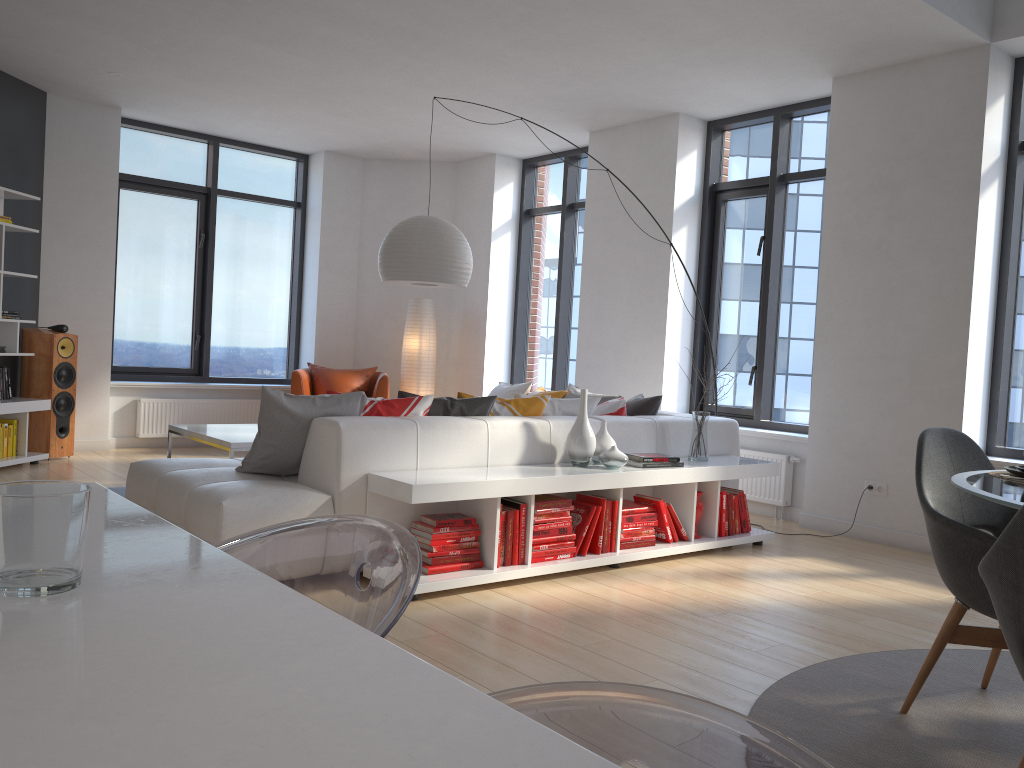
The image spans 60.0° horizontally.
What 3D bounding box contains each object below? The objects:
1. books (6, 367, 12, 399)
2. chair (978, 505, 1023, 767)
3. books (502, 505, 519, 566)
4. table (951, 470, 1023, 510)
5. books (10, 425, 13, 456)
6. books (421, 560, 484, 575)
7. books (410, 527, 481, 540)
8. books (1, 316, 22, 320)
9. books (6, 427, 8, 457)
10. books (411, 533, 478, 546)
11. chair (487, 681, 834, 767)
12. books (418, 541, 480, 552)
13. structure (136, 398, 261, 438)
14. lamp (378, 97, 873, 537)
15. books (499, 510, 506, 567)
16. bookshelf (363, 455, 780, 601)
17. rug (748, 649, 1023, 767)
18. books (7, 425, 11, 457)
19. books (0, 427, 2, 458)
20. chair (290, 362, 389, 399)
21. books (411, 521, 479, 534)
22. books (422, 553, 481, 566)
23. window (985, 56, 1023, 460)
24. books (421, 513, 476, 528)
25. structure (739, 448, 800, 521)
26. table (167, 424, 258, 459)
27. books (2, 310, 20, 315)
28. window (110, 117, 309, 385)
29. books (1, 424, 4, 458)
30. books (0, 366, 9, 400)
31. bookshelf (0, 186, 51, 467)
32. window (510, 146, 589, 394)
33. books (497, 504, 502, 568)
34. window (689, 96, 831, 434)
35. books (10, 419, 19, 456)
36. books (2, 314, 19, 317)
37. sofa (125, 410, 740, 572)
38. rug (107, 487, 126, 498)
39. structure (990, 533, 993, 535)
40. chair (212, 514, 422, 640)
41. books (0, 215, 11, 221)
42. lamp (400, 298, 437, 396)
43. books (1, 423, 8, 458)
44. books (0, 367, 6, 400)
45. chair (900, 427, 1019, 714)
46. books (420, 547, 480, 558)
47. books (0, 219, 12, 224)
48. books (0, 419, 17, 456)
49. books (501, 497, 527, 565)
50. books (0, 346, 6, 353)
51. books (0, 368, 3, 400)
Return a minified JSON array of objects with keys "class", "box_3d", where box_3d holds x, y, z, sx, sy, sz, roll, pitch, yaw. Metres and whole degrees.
[{"class":"books","box_3d":[-3.862,-0.008,6.672,0.177,0.242,0.066,3,2,5]},{"class":"chair","box_3d":[1.287,0.625,1.762,0.619,0.891,0.655,2,3,-38]},{"class":"books","box_3d":[-0.040,0.706,4.177,0.042,0.259,0.195,2,3,-40]},{"class":"table","box_3d":[1.898,0.700,2.204,1.499,0.764,1.499,5,3,40]},{"class":"books","box_3d":[-3.825,0.418,6.636,0.172,0.234,0.024,3,2,5]},{"class":"books","box_3d":[-0.317,0.809,4.016,0.301,0.032,0.227,2,3,-40]},{"class":"books","box_3d":[-0.301,0.668,4.026,0.269,0.028,0.179,2,3,-38]},{"class":"books","box_3d":[-3.824,-0.501,6.647,0.161,0.023,0.213,4,2,9]},{"class":"books","box_3d":[-3.830,0.417,6.586,0.169,0.239,0.023,3,2,5]},{"class":"books","box_3d":[-0.315,0.695,4.038,0.261,0.028,0.191,2,3,-40]},{"class":"chair","box_3d":[0.030,0.648,0.548,0.475,0.787,0.434,4,2,13]},{"class":"books","box_3d":[-0.303,0.721,4.029,0.257,0.025,0.182,2,3,-40]},{"class":"structure","box_3d":[-2.842,0.375,8.537,1.474,0.460,0.110,2,3,-40]},{"class":"lamp","box_3d":[0.728,-0.423,5.772,3.199,2.647,0.710,3,2,-4]},{"class":"books","box_3d":[-0.101,0.705,4.138,0.031,0.255,0.181,2,3,-40]},{"class":"bookshelf","box_3d":[0.468,0.679,4.604,2.600,0.500,0.356,2,3,-40]},{"class":"rug","box_3d":[1.868,1.086,2.211,2.499,0.010,2.499,4,2,23]},{"class":"books","box_3d":[-3.824,0.419,6.609,0.172,0.234,0.024,3,2,5]},{"class":"books","box_3d":[-3.820,0.428,6.507,0.156,0.229,0.024,3,2,5]},{"class":"chair","box_3d":[-1.625,0.245,8.451,0.896,0.858,0.843,3,2,-7]},{"class":"books","box_3d":[-0.303,0.643,4.027,0.254,0.025,0.178,2,3,-40]},{"class":"books","box_3d":[-0.308,0.776,4.031,0.259,0.034,0.206,2,2,-37]},{"class":"window","box_3d":[3.434,-0.719,4.924,0.170,2.402,1.310,2,3,-40]},{"class":"books","box_3d":[-0.290,0.617,4.023,0.206,0.029,0.152,2,2,-34]},{"class":"structure","box_3d":[1.654,0.699,6.516,0.110,0.460,1.015,2,3,-40]},{"class":"table","box_3d":[-1.578,0.537,5.955,1.091,0.435,1.091,2,3,-40]},{"class":"books","box_3d":[-3.839,-0.540,6.649,0.161,0.023,0.213,4,2,9]},{"class":"window","box_3d":[-2.987,-1.214,8.717,1.960,2.402,0.170,2,3,-40]},{"class":"books","box_3d":[-3.835,0.413,6.529,0.180,0.251,0.019,3,2,5]},{"class":"books","box_3d":[-3.872,-0.013,6.643,0.193,0.255,0.066,3,2,5]},{"class":"bookshelf","box_3d":[-3.920,-0.374,5.395,0.455,2.052,3.000,3,2,5]},{"class":"window","box_3d":[0.517,-1.007,8.470,0.170,2.402,1.310,2,3,-40]},{"class":"books","box_3d":[-0.125,0.687,4.113,0.036,0.294,0.208,2,3,-40]},{"class":"window","box_3d":[1.976,-0.863,6.696,0.170,2.402,1.310,2,3,-40]},{"class":"books","box_3d":[-3.834,0.398,6.692,0.213,0.270,0.025,3,2,5]},{"class":"books","box_3d":[-3.825,-0.520,6.646,0.142,0.015,0.198,3,2,4]},{"class":"sofa","box_3d":[-0.667,0.464,5.579,3.424,0.732,2.614,2,3,-40]},{"class":"rug","box_3d":[-1.694,0.761,5.720,2.326,0.016,1.662,2,3,-40]},{"class":"structure","box_3d":[3.111,0.843,4.744,0.110,0.460,1.015,2,3,-40]},{"class":"chair","box_3d":[-0.348,0.586,1.008,0.434,0.838,0.475,1,3,-42]},{"class":"books","box_3d":[-3.833,-1.223,6.466,0.203,0.024,0.257,4,2,8]},{"class":"lamp","box_3d":[-0.740,-0.061,8.791,0.804,1.550,0.502,4,2,11]},{"class":"books","box_3d":[-3.831,0.413,6.556,0.185,0.250,0.035,3,2,5]},{"class":"books","box_3d":[-3.864,-0.007,6.613,0.169,0.242,0.050,3,2,5]},{"class":"chair","box_3d":[1.556,0.607,2.715,0.655,0.891,0.619,2,2,-33]},{"class":"books","box_3d":[-0.308,0.747,4.018,0.266,0.026,0.187,2,2,-34]},{"class":"books","box_3d":[-3.826,-1.197,6.469,0.194,0.028,0.257,4,2,10]},{"class":"books","box_3d":[-3.827,0.400,6.664,0.204,0.270,0.029,3,2,5]},{"class":"books","box_3d":[-0.015,0.691,4.202,0.049,0.291,0.214,2,3,-40]},{"class":"books","box_3d":[-3.901,-0.259,6.469,0.250,0.047,0.310,3,2,1]},{"class":"books","box_3d":[-3.874,-0.003,6.592,0.170,0.236,0.049,3,2,6]}]
